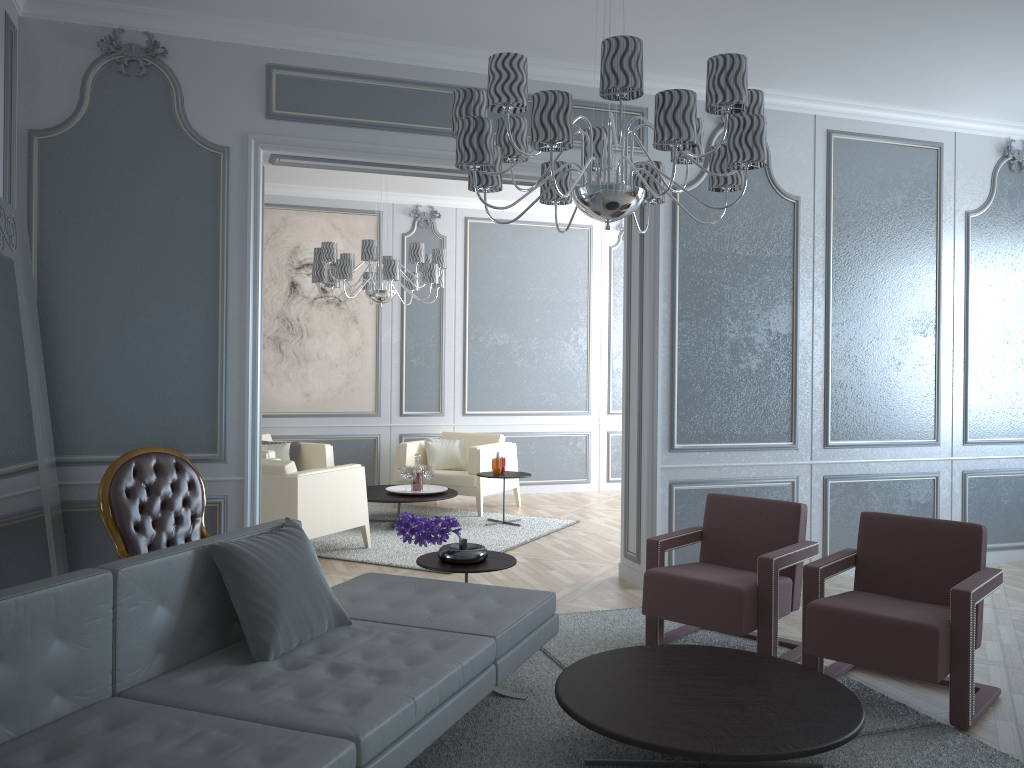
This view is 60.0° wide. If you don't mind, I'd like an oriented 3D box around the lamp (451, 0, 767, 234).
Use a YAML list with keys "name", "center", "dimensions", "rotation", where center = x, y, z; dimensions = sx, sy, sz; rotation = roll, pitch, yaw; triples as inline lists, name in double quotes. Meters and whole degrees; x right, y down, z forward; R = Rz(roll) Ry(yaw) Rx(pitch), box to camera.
- name: "lamp"
  center: [0.306, -1.049, 2.824]
  dimensions: [0.976, 1.120, 0.976]
  rotation: [0, 0, -31]

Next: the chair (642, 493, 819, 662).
- name: "chair"
  center: [0.895, 0.809, 3.712]
  dimensions: [0.576, 0.620, 0.606]
  rotation: [1, 1, 41]

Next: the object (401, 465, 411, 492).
- name: "object"
  center: [-0.803, 0.718, 6.717]
  dimensions: [0.080, 0.196, 0.080]
  rotation: [1, 0, -36]

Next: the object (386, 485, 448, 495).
- name: "object"
  center: [-0.720, 0.806, 6.708]
  dimensions: [0.468, 0.028, 0.468]
  rotation: [1, 1, -6]

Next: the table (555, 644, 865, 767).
- name: "table"
  center: [0.567, 1.022, 2.617]
  dimensions: [0.882, 0.239, 0.882]
  rotation: [1, 1, -1]

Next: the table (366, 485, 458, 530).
- name: "table"
  center: [-0.853, 0.938, 6.723]
  dimensions: [0.882, 0.239, 0.882]
  rotation: [0, 1, -21]

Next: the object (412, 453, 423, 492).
- name: "object"
  center: [-0.717, 0.672, 6.720]
  dimensions: [0.086, 0.290, 0.086]
  rotation: [1, 0, 2]

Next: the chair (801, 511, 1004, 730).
- name: "chair"
  center: [1.402, 0.823, 3.228]
  dimensions: [0.576, 0.620, 0.606]
  rotation: [1, 1, 41]

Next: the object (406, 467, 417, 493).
- name: "object"
  center: [-0.750, 0.720, 6.634]
  dimensions: [0.080, 0.196, 0.080]
  rotation: [1, 0, -16]

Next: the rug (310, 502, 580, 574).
- name: "rug"
  center: [-0.813, 1.058, 6.423]
  dimensions: [2.000, 0.010, 2.000]
  rotation: [1, 1, 26]

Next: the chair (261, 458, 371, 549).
- name: "chair"
  center: [-1.451, 0.759, 5.616]
  dimensions: [0.855, 0.621, 0.737]
  rotation: [1, 1, 26]

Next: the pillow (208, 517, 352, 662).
- name: "pillow"
  center: [-0.680, 0.611, 2.633]
  dimensions: [0.253, 0.354, 0.422]
  rotation: [1, 1, 18]

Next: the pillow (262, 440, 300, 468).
- name: "pillow"
  center: [-1.899, 0.597, 7.166]
  dimensions: [0.351, 0.276, 0.184]
  rotation: [1, 0, -3]

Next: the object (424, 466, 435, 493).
- name: "object"
  center: [-0.626, 0.720, 6.699]
  dimensions: [0.080, 0.196, 0.080]
  rotation: [1, 0, -36]

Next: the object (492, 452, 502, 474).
- name: "object"
  center: [-0.114, 0.598, 6.704]
  dimensions: [0.075, 0.165, 0.075]
  rotation: [1, 0, -30]

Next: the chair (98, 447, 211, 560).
- name: "chair"
  center: [-1.329, 0.687, 3.636]
  dimensions: [0.575, 0.828, 0.572]
  rotation: [1, 0, 31]

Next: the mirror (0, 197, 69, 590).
- name: "mirror"
  center: [-1.731, 0.215, 3.067]
  dimensions: [0.251, 1.792, 1.400]
  rotation: [1, 0, -19]

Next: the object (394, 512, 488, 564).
- name: "object"
  center: [-0.272, 0.612, 3.562]
  dimensions: [0.206, 0.221, 0.425]
  rotation: [1, 1, 41]

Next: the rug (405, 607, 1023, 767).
- name: "rug"
  center: [0.487, 1.135, 2.637]
  dimensions: [2.018, 0.010, 3.204]
  rotation: [0, 1, -19]

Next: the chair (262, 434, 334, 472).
- name: "chair"
  center: [-1.927, 0.730, 7.010]
  dimensions: [0.737, 0.621, 0.855]
  rotation: [1, 1, 26]

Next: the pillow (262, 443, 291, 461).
- name: "pillow"
  center: [-1.929, 0.597, 7.082]
  dimensions: [0.312, 0.245, 0.163]
  rotation: [0, 0, -15]

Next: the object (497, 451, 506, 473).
- name: "object"
  center: [-0.085, 0.597, 6.786]
  dimensions: [0.075, 0.165, 0.075]
  rotation: [1, 0, 30]

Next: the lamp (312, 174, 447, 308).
- name: "lamp"
  center: [-0.975, -1.126, 6.582]
  dimensions: [0.976, 1.120, 0.976]
  rotation: [0, 0, -31]

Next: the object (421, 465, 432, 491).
- name: "object"
  center: [-0.654, 0.718, 6.778]
  dimensions: [0.080, 0.196, 0.080]
  rotation: [1, 0, -36]

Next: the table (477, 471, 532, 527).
- name: "table"
  center: [-0.060, 0.874, 6.711]
  dimensions: [0.414, 0.385, 0.414]
  rotation: [1, 1, 29]

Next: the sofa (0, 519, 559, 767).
- name: "sofa"
  center: [-0.600, 0.790, 2.362]
  dimensions: [0.810, 0.668, 2.204]
  rotation: [1, 1, 21]

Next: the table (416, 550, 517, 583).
- name: "table"
  center: [-0.189, 0.915, 3.654]
  dimensions: [0.414, 0.385, 0.414]
  rotation: [0, 1, -31]

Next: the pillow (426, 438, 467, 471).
- name: "pillow"
  center: [-0.564, 0.604, 7.625]
  dimensions: [0.351, 0.276, 0.184]
  rotation: [0, 0, -13]

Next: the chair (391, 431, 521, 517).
- name: "chair"
  center: [-0.466, 0.738, 7.508]
  dimensions: [0.855, 0.621, 0.737]
  rotation: [1, 1, 26]

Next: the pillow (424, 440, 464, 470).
- name: "pillow"
  center: [-0.579, 0.604, 7.538]
  dimensions: [0.312, 0.245, 0.163]
  rotation: [0, 0, -25]

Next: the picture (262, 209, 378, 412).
- name: "picture"
  center: [-1.781, -0.631, 7.746]
  dimensions: [1.199, 1.751, 0.001]
  rotation: [1, 0, -19]
